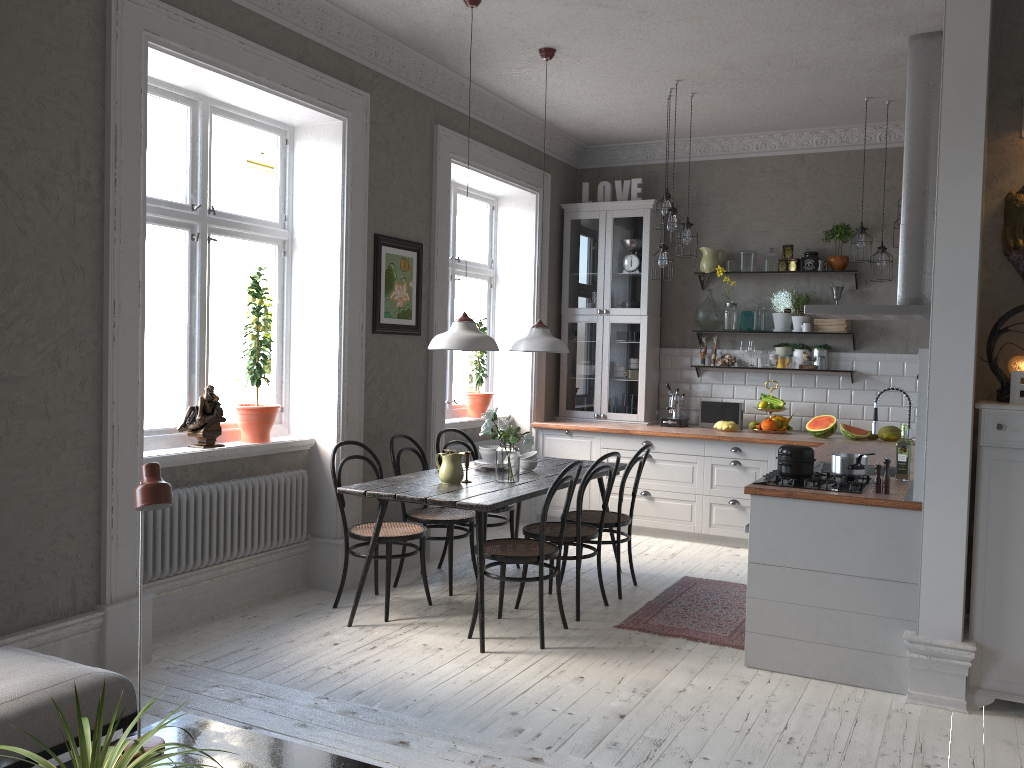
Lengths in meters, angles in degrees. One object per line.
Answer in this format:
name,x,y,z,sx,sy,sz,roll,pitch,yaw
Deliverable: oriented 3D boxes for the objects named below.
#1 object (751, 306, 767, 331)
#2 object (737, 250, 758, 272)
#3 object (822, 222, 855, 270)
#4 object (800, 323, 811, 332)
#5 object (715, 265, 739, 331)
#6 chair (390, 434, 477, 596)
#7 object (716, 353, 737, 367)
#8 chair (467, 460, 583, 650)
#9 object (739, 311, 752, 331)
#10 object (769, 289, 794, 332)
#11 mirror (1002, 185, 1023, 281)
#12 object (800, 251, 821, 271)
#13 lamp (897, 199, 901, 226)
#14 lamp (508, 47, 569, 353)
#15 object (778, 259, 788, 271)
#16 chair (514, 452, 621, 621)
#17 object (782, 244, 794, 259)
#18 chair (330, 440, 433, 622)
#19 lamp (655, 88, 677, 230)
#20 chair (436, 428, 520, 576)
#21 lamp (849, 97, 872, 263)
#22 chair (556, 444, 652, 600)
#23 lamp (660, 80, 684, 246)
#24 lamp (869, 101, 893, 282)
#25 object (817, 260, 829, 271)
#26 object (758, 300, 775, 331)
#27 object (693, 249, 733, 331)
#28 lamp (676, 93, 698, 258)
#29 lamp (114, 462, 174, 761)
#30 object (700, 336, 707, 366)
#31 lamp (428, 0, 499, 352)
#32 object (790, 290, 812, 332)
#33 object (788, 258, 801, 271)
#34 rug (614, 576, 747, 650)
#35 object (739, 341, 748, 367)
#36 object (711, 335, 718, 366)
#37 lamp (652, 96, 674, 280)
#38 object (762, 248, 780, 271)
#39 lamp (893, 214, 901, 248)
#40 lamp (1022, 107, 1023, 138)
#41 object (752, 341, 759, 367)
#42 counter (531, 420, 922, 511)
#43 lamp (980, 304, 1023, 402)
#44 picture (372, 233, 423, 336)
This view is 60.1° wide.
object,2.041,-0.535,7.309,0.127,0.206,0.122,0,3,-41
object,1.962,-1.013,7.382,0.175,0.184,0.169,1,2,-24
object,2.616,-1.089,7.050,0.246,0.397,0.255,0,3,-38
object,2.367,-0.453,7.120,0.064,0.071,0.104,0,3,-33
object,1.786,-0.714,7.368,0.189,0.540,0.284,2,2,19
chair,-0.479,0.784,5.470,0.540,0.920,0.445,3,2,24
object,1.805,-0.203,7.469,0.176,0.111,0.096,2,2,4
chair,0.076,0.834,4.551,0.540,0.920,0.445,3,2,24
object,1.974,-0.526,7.443,0.124,0.172,0.128,3,3,30
object,2.250,-0.605,7.306,0.239,0.354,0.239,4,3,45
mirror,2.448,-0.703,3.884,0.523,0.593,0.072,3,2,26
object,2.429,-0.988,7.197,0.139,0.174,0.144,3,2,27
lamp,2.795,-1.976,6.154,0.147,1.735,0.146,1,2,-1
lamp,0.191,-1.122,5.467,0.372,1.858,0.387,3,3,34
object,2.221,-0.966,7.248,0.081,0.113,0.084,3,2,27
chair,0.324,0.823,5.034,0.538,0.920,0.446,3,3,34
object,2.248,-1.076,7.218,0.082,0.113,0.083,2,2,7
chair,-0.738,0.796,4.968,0.538,0.920,0.446,3,3,34
lamp,1.096,-1.949,6.148,0.145,1.735,0.148,2,2,14
chair,-0.233,0.774,5.901,0.538,0.920,0.447,3,3,39
lamp,2.486,-1.730,6.233,0.149,1.735,0.144,0,2,-31
chair,0.569,0.813,5.462,0.540,0.920,0.445,3,2,24
lamp,1.102,-1.812,5.968,0.148,1.735,0.145,1,2,-16
lamp,2.659,-1.605,6.303,0.147,1.735,0.146,1,2,-1
object,2.480,-0.943,7.061,0.092,0.096,0.076,3,2,27
object,2.133,-0.566,7.433,0.129,0.264,0.134,3,3,32
object,1.655,-0.790,7.481,0.335,0.674,0.336,1,2,-5
lamp,1.260,-1.767,6.247,0.145,1.735,0.148,2,2,14
lamp,-1.027,0.629,2.459,0.140,0.839,0.247,0,2,-27
object,1.642,-0.287,7.593,0.053,0.264,0.061,1,2,-2
lamp,-0.232,-1.103,4.662,0.386,1.858,0.373,0,2,-26
object,2.343,-0.610,7.201,0.186,0.380,0.168,1,2,-12
object,2.297,-0.962,7.206,0.081,0.113,0.084,3,3,37
rug,1.157,1.293,5.127,0.724,0.014,1.311,3,2,27
object,1.945,-0.252,7.444,0.081,0.217,0.082,2,2,13
object,1.727,-0.283,7.533,0.062,0.264,0.052,0,2,-27
lamp,1.103,-1.616,6.332,0.147,1.735,0.146,1,2,-6
object,2.164,-1.025,7.389,0.141,0.220,0.138,1,2,-14
lamp,2.836,-1.853,6.330,0.149,1.735,0.144,1,2,-21
lamp,2.425,-1.181,3.791,0.409,0.171,0.223,3,2,26
object,2.019,-0.249,7.403,0.081,0.217,0.082,2,2,13
counter,1.175,0.426,6.016,3.108,0.039,3.448,3,2,27
lamp,2.276,-0.077,3.837,0.440,0.558,0.175,3,3,34
picture,-0.728,-0.626,5.708,0.019,0.619,0.530,3,2,28
